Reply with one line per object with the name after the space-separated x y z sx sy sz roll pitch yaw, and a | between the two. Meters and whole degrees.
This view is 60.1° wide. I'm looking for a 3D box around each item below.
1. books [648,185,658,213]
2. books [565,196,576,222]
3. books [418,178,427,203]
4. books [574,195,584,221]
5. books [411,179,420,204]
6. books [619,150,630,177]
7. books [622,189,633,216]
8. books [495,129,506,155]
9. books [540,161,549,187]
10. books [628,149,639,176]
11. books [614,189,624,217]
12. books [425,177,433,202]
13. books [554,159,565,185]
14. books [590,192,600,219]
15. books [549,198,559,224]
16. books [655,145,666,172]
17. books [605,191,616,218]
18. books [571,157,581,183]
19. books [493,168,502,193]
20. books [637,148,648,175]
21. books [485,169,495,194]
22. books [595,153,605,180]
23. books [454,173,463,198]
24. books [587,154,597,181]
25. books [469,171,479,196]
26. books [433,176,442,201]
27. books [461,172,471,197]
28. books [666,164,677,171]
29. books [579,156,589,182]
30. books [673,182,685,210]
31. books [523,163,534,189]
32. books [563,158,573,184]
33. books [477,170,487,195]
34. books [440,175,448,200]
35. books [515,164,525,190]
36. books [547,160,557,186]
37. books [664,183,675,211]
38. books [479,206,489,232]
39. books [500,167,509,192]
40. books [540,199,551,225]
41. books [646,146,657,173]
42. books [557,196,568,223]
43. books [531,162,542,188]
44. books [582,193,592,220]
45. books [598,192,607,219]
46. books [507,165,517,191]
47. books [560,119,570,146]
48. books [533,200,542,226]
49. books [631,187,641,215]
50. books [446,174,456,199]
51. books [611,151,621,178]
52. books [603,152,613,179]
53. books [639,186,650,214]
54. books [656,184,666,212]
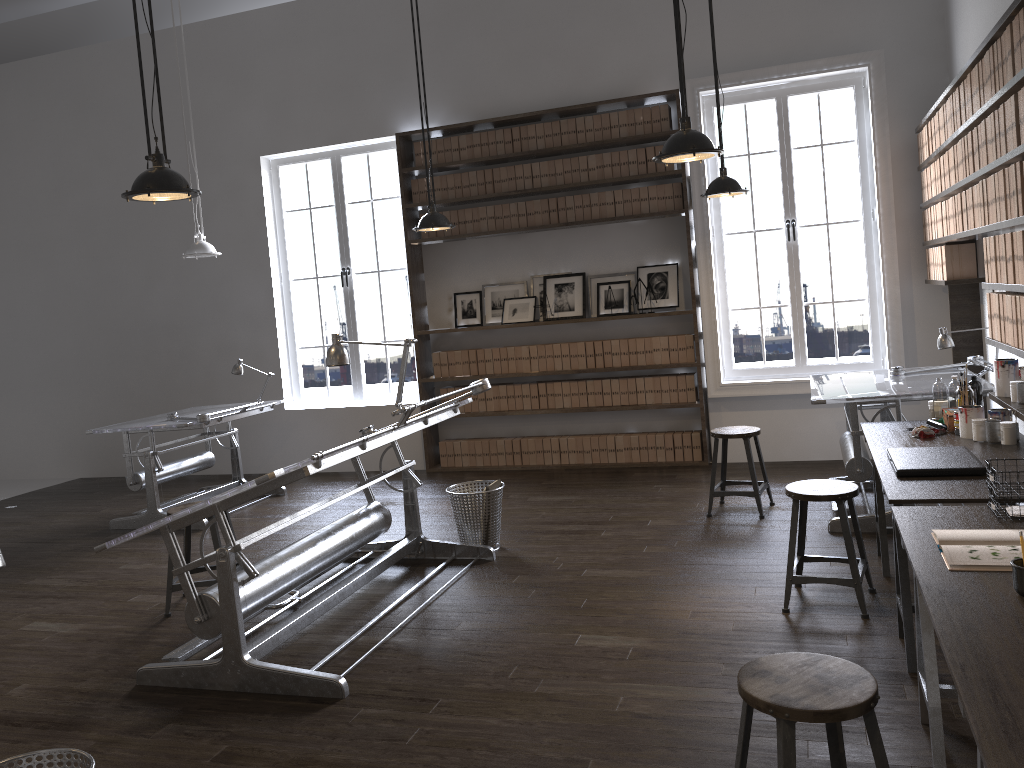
1.168 -1.502 7.244 0.066 0.225 0.175 -4 4 19 | books
0.513 -1.467 7.467 0.066 0.225 0.175 -4 4 19 | books
-0.761 -1.708 7.875 0.066 0.225 0.175 -4 4 19 | books
0.581 -1.471 7.448 0.066 0.225 0.175 -4 4 19 | books
-0.827 -1.705 7.899 0.066 0.225 0.175 -4 4 19 | books
0.943 -1.802 7.304 0.066 0.225 0.175 -4 4 19 | books
0.969 -1.492 7.317 0.066 0.225 0.175 -4 4 19 | books
-0.075 -2.063 7.618 0.066 0.225 0.175 -4 4 19 | books
0.299 -1.766 7.517 0.066 0.225 0.175 -4 4 19 | books
1.009 -1.805 7.277 0.066 0.225 0.175 -4 4 19 | books
0.902 -1.488 7.335 0.067 0.225 0.175 -4 4 19 | books
-0.696 -1.711 7.849 0.067 0.225 0.175 -4 4 19 | books
0.421 -1.772 7.473 0.067 0.225 0.175 -4 4 19 | books
0.710 -1.477 7.398 0.067 0.225 0.175 -4 4 19 | books
0.375 -1.459 7.512 0.067 0.225 0.175 -4 4 19 | books
1.219 -1.817 7.212 0.066 0.225 0.175 -4 4 19 | books
0.834 -1.484 7.360 0.066 0.225 0.175 -4 4 19 | books
0.555 -1.780 7.433 0.066 0.225 0.175 -4 4 19 | books
-0.097 -1.745 7.654 0.066 0.225 0.175 -4 4 19 | books
1.078 -1.809 7.259 0.066 0.225 0.175 -4 4 19 | books
-0.169 -1.740 7.672 0.067 0.225 0.175 -4 4 19 | books
0.749 -1.791 7.368 0.066 0.225 0.175 -4 4 19 | books
-0.440 -1.726 7.768 0.066 0.225 0.175 -4 4 19 | books
0.689 -1.788 7.386 0.066 0.225 0.175 -4 4 19 | books
-0.307 -1.733 7.719 0.066 0.225 0.175 -4 4 19 | books
-0.627 -1.715 7.828 0.066 0.225 0.175 -4 4 19 | books
-0.373 -1.730 7.746 0.066 0.225 0.175 -4 4 19 | books
1.290 -1.821 7.185 0.066 0.225 0.175 -4 4 19 | books
0.620 -1.784 7.407 0.067 0.225 0.175 -4 4 19 | books
1.359 -1.513 7.186 0.066 0.225 0.175 -4 4 19 | books
0.160 -1.759 7.564 0.066 0.225 0.175 -4 4 19 | books
0.489 -1.777 7.457 0.066 0.225 0.175 -4 4 19 | books
-0.238 -1.737 7.701 0.066 0.225 0.175 -4 4 19 | books
-0.567 -1.719 7.810 0.066 0.225 0.175 -4 4 19 | books
0.091 -1.754 7.583 0.066 0.225 0.175 -4 4 19 | books
0.359 -1.770 7.498 0.066 0.225 0.175 -4 4 19 | books
1.292 -1.510 7.207 0.066 0.225 0.175 -4 4 19 | books
-0.221 -1.426 7.714 0.066 0.225 0.175 -4 4 19 | books
-0.036 -1.748 7.631 0.066 0.225 0.175 -4 4 19 | books
0.306 -1.456 7.541 0.066 0.225 0.175 -4 4 19 | books
1.147 -1.813 7.230 0.067 0.225 0.175 -4 4 19 | books
0.447 -1.463 7.494 0.066 0.225 0.175 -4 4 19 | books
0.230 -1.762 7.538 0.067 0.225 0.175 -4 4 19 | books
0.648 -1.474 7.425 0.066 0.225 0.175 -4 4 19 | books
0.775 -1.481 7.382 0.066 0.225 0.175 -4 4 19 | books
0.022 -1.751 7.606 0.067 0.225 0.175 -4 4 19 | books
0.468 -2.093 7.438 0.066 0.225 0.175 -4 4 19 | books
0.243 -1.452 7.559 0.066 0.225 0.175 -4 4 19 | books
1.036 -1.496 7.296 0.066 0.225 0.175 -4 4 19 | books
-0.505 -1.722 7.784 0.067 0.225 0.175 -4 4 19 | books
0.876 -1.798 7.326 0.066 0.225 0.175 -4 4 19 | books
0.811 -1.794 7.342 0.067 0.225 0.175 -4 4 19 | books
1.101 -1.499 7.271 0.066 0.225 0.175 -4 4 19 | books
1.231 -1.506 7.223 0.067 0.225 0.175 -4 4 19 | books
